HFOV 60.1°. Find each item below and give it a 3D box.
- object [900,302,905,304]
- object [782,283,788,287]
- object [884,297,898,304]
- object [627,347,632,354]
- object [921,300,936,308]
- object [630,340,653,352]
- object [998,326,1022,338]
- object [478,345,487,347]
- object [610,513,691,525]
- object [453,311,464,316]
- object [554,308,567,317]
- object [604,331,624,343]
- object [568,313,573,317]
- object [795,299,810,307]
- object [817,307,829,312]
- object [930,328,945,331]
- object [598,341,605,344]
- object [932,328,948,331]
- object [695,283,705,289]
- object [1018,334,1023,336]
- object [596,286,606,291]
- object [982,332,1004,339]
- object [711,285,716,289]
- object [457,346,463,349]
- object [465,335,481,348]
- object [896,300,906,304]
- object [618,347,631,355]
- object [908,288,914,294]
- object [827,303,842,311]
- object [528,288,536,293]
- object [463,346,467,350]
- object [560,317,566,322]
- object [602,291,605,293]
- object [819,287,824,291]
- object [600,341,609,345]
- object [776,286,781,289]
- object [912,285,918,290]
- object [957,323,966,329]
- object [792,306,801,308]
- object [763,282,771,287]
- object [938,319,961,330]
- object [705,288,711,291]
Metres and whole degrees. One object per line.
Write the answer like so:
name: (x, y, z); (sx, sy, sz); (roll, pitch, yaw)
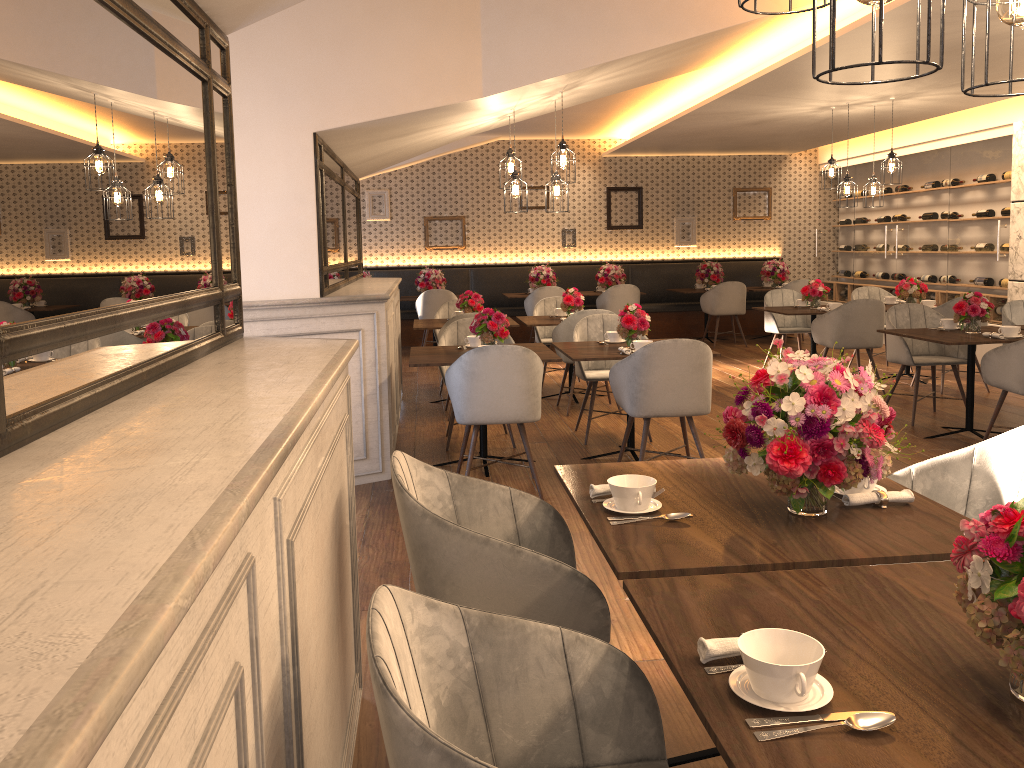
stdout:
object: (3.901, -0.820, 8.928); (0.025, 0.024, 0.194); (-2, 9, -5)
object: (3.778, -1.344, 12.148); (0.148, 0.072, 0.149); (6, 11, 41)
object: (3.821, -0.842, 8.927); (0.148, 0.072, 0.149); (-6, 9, -28)
object: (0.718, -0.201, 5.401); (0.025, 0.024, 0.194); (-2, 9, -5)
object: (3.917, -0.751, 8.327); (0.148, 0.072, 0.149); (-6, 9, -28)
object: (0.798, -0.226, 5.397); (0.149, 0.072, 0.149); (-8, 10, -38)
object: (3.251, -0.339, 5.782); (0.148, 0.072, 0.149); (-6, 9, -28)
object: (-0.143, -0.191, 5.305); (0.149, 0.072, 0.149); (-8, 10, -38)
object: (0.334, 0.324, 2.122); (0.197, 0.015, 0.043); (-3, 9, -9)
object: (-0.471, -0.636, 8.203); (0.149, 0.072, 0.149); (-8, 10, -38)
object: (0.469, -0.671, 8.296); (0.149, 0.072, 0.149); (-8, 10, -38)
object: (0.701, -0.317, 5.996); (0.149, 0.072, 0.149); (-8, 10, -38)
object: (0.566, -0.579, 7.696); (0.149, 0.072, 0.149); (-8, 10, -38)
object: (2.907, -0.808, 8.837); (0.148, 0.072, 0.149); (-6, 9, -28)
object: (2.890, -0.696, 8.228); (0.056, 0.039, 0.177); (-2, 9, -5)
object: (3.045, -0.395, 6.354); (0.043, 0.015, 0.198); (-3, 9, -9)
object: (0.591, -0.282, 5.969); (0.043, 0.015, 0.198); (-3, 9, -9)
object: (3.080, -0.390, 6.351); (0.022, 0.004, 0.212); (-2, 9, -5)
object: (2.685, -1.398, 12.650); (0.148, 0.072, 0.149); (6, 11, 41)
object: (3.362, -0.318, 5.815); (0.043, 0.015, 0.198); (-3, 9, -9)
object: (1.264, -1.346, 12.511); (0.148, 0.072, 0.149); (6, 11, 41)
object: (3.138, -0.318, 5.773); (0.056, 0.039, 0.177); (-2, 9, -5)
object: (2.782, -1.307, 12.050); (0.148, 0.072, 0.149); (5, 10, 36)
object: (-0.349, -0.247, 5.877); (0.043, 0.015, 0.198); (-3, 9, -9)
object: (-0.239, -0.283, 5.904); (0.149, 0.072, 0.149); (-8, 10, -38)
object: (3.934, -0.829, 8.940); (0.056, 0.039, 0.177); (-2, 9, -5)
object: (0.685, -0.205, 5.387); (0.056, 0.039, 0.177); (-2, 9, -5)
object: (3.841, -0.899, 8.548); (0.049, 0.051, 0.078); (-1, 8, 4)
object: (3.003, -0.717, 8.238); (0.148, 0.072, 0.149); (-6, 9, -28)
object: (0.299, -1.310, 12.416); (0.148, 0.072, 0.149); (6, 11, 41)
object: (-0.313, -0.242, 5.874); (0.022, 0.004, 0.212); (-2, 9, -5)
object: (0.453, -0.558, 7.686); (0.056, 0.039, 0.177); (-2, 9, -5)
object: (1.248, -1.233, 11.902); (0.056, 0.039, 0.177); (-2, 9, -5)
object: (2.941, -0.907, 8.475); (0.046, 0.052, 0.077); (-8, 10, -43)
object: (0.627, -0.276, 5.966); (0.022, 0.004, 0.212); (-2, 9, -5)
object: (3.665, -1.323, 12.138); (0.056, 0.039, 0.177); (-2, 9, -5)
object: (3.865, -0.929, 8.535); (0.048, 0.052, 0.077); (-5, 9, -26)
object: (3.268, -0.418, 6.395); (0.056, 0.039, 0.177); (-2, 9, -5)
object: (2.833, -0.767, 8.807); (0.022, 0.004, 0.212); (-2, 9, -5)
object: (3.682, -1.435, 12.747); (0.148, 0.072, 0.149); (5, 10, 36)
object: (3.155, -0.431, 6.382); (0.148, 0.072, 0.149); (-6, 9, -28)
object: (2.669, -1.286, 12.041); (0.056, 0.039, 0.177); (-2, 9, -5)
